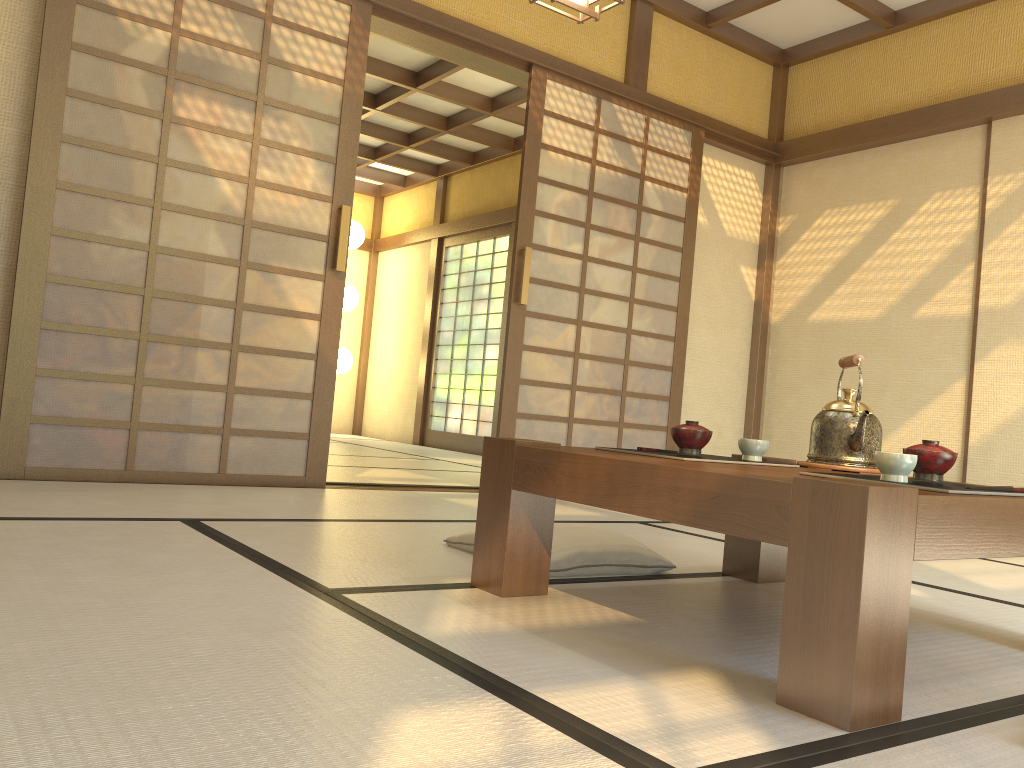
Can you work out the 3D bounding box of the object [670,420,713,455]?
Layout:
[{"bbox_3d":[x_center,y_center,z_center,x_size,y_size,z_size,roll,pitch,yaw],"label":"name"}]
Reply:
[{"bbox_3d":[0.429,0.129,2.129,0.100,0.080,0.100,7,-2,-35],"label":"object"}]

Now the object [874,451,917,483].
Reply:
[{"bbox_3d":[0.711,0.154,1.646,0.074,0.052,0.073,5,-2,8],"label":"object"}]

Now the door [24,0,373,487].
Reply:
[{"bbox_3d":[-1.271,-0.709,3.766,1.230,2.265,0.076,7,-2,-35],"label":"door"}]

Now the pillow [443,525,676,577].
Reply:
[{"bbox_3d":[0.130,0.473,2.577,0.486,0.107,0.496,6,-2,-31],"label":"pillow"}]

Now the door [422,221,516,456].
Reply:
[{"bbox_3d":[-0.001,-0.412,8.307,0.140,2.230,2.890,7,-2,-35],"label":"door"}]

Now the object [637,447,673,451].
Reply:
[{"bbox_3d":[0.392,0.169,2.262,0.200,0.008,0.008,7,-3,-37],"label":"object"}]

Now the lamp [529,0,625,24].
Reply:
[{"bbox_3d":[0.265,-1.818,3.007,0.240,1.129,0.240,7,-2,-35],"label":"lamp"}]

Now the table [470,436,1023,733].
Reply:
[{"bbox_3d":[0.612,0.355,1.958,1.000,0.350,1.000,7,-2,-35],"label":"table"}]

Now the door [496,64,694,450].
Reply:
[{"bbox_3d":[0.487,-0.506,5.014,1.230,2.265,0.076,7,-2,-35],"label":"door"}]

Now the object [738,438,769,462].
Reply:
[{"bbox_3d":[0.593,0.163,2.185,0.074,0.052,0.073,5,-2,8],"label":"object"}]

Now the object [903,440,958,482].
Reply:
[{"bbox_3d":[0.833,0.153,1.770,0.100,0.080,0.100,7,-2,-35],"label":"object"}]

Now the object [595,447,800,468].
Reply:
[{"bbox_3d":[0.450,0.178,2.161,0.400,0.007,0.300,7,-2,-35],"label":"object"}]

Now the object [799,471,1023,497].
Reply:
[{"bbox_3d":[0.806,0.195,1.718,0.400,0.007,0.300,7,-2,-35],"label":"object"}]

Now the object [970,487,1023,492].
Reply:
[{"bbox_3d":[0.905,0.194,1.648,0.200,0.008,0.008,7,-2,-35],"label":"object"}]

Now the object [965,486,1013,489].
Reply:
[{"bbox_3d":[0.895,0.194,1.663,0.200,0.008,0.008,7,-3,-39],"label":"object"}]

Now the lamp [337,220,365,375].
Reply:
[{"bbox_3d":[-1.882,-1.255,10.003,0.363,2.297,0.363,6,-2,-23],"label":"lamp"}]

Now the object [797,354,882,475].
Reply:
[{"bbox_3d":[0.855,0.073,2.262,0.219,0.296,0.226,7,-3,-40],"label":"object"}]

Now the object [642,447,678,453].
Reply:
[{"bbox_3d":[0.398,0.169,2.250,0.200,0.008,0.008,7,-3,-42],"label":"object"}]
